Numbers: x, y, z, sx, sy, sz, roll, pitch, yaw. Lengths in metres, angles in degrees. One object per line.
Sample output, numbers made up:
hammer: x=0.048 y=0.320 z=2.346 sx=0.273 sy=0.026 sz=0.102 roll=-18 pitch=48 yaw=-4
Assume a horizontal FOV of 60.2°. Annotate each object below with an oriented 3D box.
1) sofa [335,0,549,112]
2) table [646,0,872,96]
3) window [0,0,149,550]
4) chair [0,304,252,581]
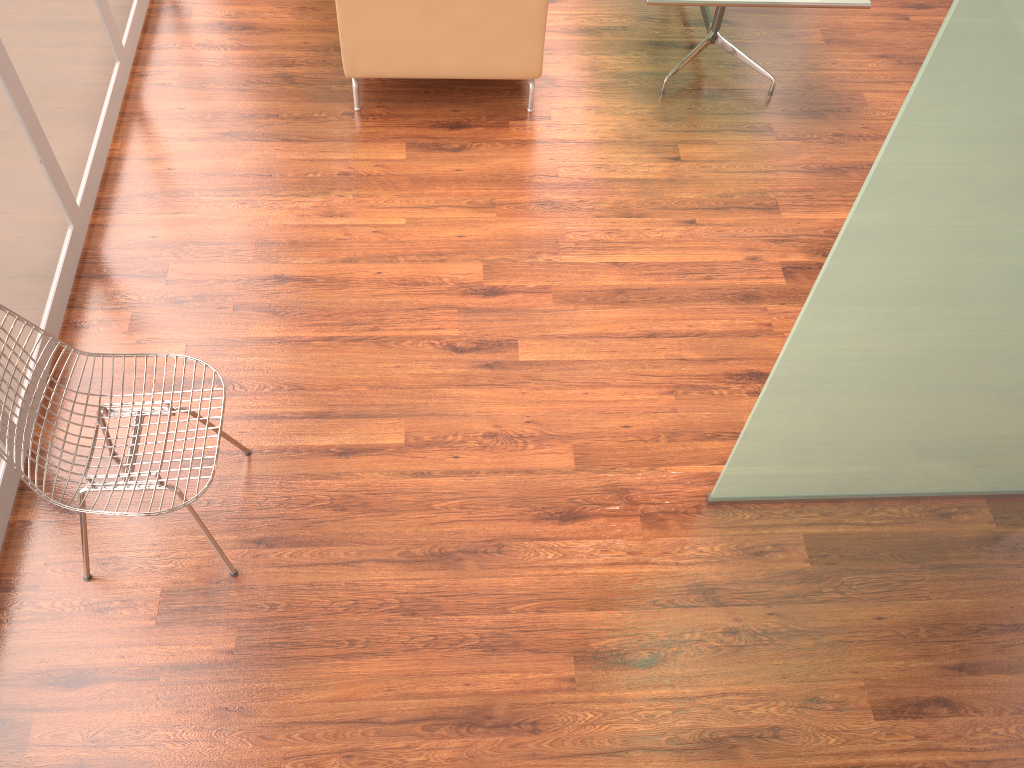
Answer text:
sofa: x=-0.329 y=-2.203 z=4.110 sx=0.878 sy=0.876 sz=1.724 roll=-1 pitch=56 yaw=-5
table: x=0.940 y=-2.129 z=4.314 sx=0.939 sy=0.586 sz=1.791 roll=-1 pitch=57 yaw=-4
window: x=-1.508 y=-0.761 z=1.524 sx=0.062 sy=3.428 sz=8.194 roll=-1 pitch=56 yaw=-5
chair: x=-1.100 y=0.142 z=2.476 sx=0.560 sy=0.942 sz=0.520 roll=-1 pitch=55 yaw=-4
